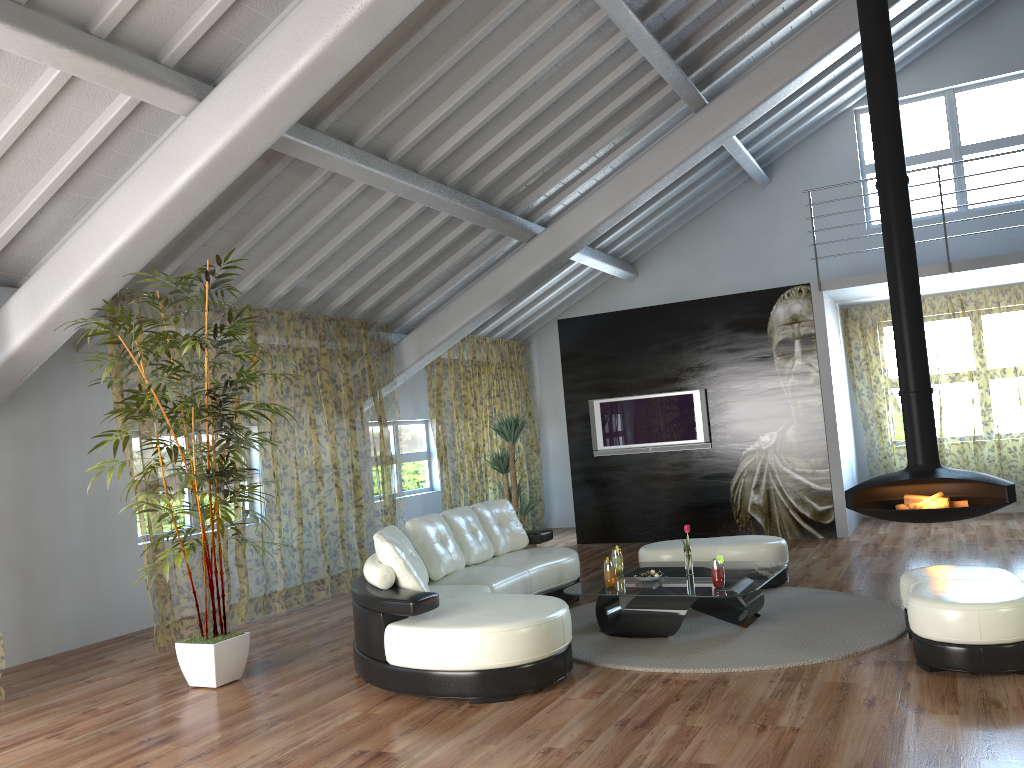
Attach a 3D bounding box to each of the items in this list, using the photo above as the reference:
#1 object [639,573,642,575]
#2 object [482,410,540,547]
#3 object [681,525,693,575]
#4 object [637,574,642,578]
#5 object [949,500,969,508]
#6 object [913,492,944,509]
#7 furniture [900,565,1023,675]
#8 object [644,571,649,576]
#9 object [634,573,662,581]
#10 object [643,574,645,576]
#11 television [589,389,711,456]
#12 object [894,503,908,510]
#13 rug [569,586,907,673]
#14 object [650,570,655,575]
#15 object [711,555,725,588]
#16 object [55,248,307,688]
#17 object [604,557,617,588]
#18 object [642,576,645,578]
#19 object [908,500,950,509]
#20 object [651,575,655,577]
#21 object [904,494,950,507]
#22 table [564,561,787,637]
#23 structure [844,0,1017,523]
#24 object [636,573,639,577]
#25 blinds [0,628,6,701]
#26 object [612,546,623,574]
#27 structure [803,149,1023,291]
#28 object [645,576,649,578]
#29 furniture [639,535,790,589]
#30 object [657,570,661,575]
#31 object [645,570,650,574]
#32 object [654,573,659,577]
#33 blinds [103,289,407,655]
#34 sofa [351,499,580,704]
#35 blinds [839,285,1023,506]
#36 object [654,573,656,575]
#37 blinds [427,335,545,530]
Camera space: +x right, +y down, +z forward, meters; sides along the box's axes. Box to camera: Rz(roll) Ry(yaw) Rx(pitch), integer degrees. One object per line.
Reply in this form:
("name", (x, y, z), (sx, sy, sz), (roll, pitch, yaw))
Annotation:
("object", (0.825, 1.234, 5.711), (0.031, 0.030, 0.032), (-3, -4, -30))
("object", (-0.020, 1.071, 9.218), (0.564, 1.586, 0.588), (-3, -4, -30))
("object", (1.131, 1.075, 5.751), (0.069, 0.323, 0.060), (-5, -3, 3))
("object", (0.814, 1.229, 5.655), (0.032, 0.031, 0.031), (-2, -4, -35))
("object", (3.330, 0.939, 6.765), (0.274, 0.082, 0.066), (-7, -4, 26))
("object", (3.156, 0.886, 6.714), (0.268, 0.117, 0.040), (-4, -4, -17))
("furniture", (2.355, 1.190, 4.582), (0.596, 0.367, 1.134), (-6, -4, 20))
("object", (0.857, 1.209, 5.645), (0.030, 0.034, 0.030), (-5, -3, 8))
("object", (0.872, 1.240, 5.677), (0.178, 0.031, 0.178), (-6, -4, 19))
("object", (0.855, 1.240, 5.712), (0.031, 0.031, 0.030), (-2, -4, -36))
("television", (1.505, 0.436, 9.804), (1.336, 0.639, 0.044), (-7, -4, 26))
("object", (3.127, 0.953, 6.890), (0.302, 0.127, 0.089), (-5, -3, 2))
("rug", (1.291, 1.520, 5.680), (2.307, 0.020, 2.313), (-5, -3, -3))
("object", (0.901, 1.208, 5.687), (0.032, 0.032, 0.029), (-4, -3, -9))
("object", (1.213, 1.103, 5.228), (0.075, 0.192, 0.081), (-5, -3, 1))
("object", (-1.769, 0.509, 5.220), (1.399, 2.473, 1.177), (-2, -4, -39))
("object", (0.609, 1.173, 5.535), (0.081, 0.192, 0.075), (-3, -4, -29))
("object", (0.842, 1.238, 5.651), (0.031, 0.030, 0.032), (-4, -3, -11))
("object", (3.156, 0.938, 6.711), (0.285, 0.103, 0.095), (-7, -4, 26))
("object", (0.899, 1.235, 5.671), (0.032, 0.030, 0.032), (-4, -3, -15))
("object", (3.179, 0.905, 6.796), (0.317, 0.129, 0.109), (-7, -4, 36))
("table", (1.080, 1.384, 5.698), (1.201, 0.290, 1.201), (-7, -4, 29))
("structure", (2.939, -1.684, 6.885), (1.176, 5.494, 0.851), (-6, -4, 25))
("object", (0.808, 1.230, 5.685), (0.032, 0.031, 0.030), (-7, -4, 35))
("blinds", (-3.834, 0.558, 3.690), (0.306, 2.546, 3.505), (-7, -4, 26))
("object", (0.715, 1.193, 6.037), (0.075, 0.192, 0.081), (-7, -4, 31))
("structure", (1.941, -1.670, 4.014), (2.536, 1.055, 10.133), (-7, -4, 26))
("object", (0.859, 1.230, 5.623), (0.032, 0.031, 0.031), (-5, -3, 3))
("furniture", (1.559, 1.393, 6.870), (1.134, 0.367, 0.596), (-5, -3, 9))
("object", (0.941, 1.209, 5.677), (0.030, 0.033, 0.030), (-5, -3, 6))
("object", (0.872, 1.215, 5.706), (0.030, 0.031, 0.031), (-7, -4, 29))
("object", (0.924, 1.224, 5.657), (0.030, 0.032, 0.032), (-7, -4, 29))
("blinds", (-1.931, 0.625, 7.553), (0.306, 2.546, 3.505), (-7, -4, 26))
("sofa", (-0.263, 1.270, 5.892), (1.359, 0.805, 3.047), (-5, -3, 5))
("blinds", (5.096, 0.154, 9.514), (2.780, 2.324, 0.306), (-7, -4, 26))
("object", (0.924, 1.228, 5.692), (0.031, 0.031, 0.032), (-7, -4, 36))
("blinds", (-0.268, 0.683, 10.935), (0.306, 2.546, 2.780), (-7, -4, 26))
